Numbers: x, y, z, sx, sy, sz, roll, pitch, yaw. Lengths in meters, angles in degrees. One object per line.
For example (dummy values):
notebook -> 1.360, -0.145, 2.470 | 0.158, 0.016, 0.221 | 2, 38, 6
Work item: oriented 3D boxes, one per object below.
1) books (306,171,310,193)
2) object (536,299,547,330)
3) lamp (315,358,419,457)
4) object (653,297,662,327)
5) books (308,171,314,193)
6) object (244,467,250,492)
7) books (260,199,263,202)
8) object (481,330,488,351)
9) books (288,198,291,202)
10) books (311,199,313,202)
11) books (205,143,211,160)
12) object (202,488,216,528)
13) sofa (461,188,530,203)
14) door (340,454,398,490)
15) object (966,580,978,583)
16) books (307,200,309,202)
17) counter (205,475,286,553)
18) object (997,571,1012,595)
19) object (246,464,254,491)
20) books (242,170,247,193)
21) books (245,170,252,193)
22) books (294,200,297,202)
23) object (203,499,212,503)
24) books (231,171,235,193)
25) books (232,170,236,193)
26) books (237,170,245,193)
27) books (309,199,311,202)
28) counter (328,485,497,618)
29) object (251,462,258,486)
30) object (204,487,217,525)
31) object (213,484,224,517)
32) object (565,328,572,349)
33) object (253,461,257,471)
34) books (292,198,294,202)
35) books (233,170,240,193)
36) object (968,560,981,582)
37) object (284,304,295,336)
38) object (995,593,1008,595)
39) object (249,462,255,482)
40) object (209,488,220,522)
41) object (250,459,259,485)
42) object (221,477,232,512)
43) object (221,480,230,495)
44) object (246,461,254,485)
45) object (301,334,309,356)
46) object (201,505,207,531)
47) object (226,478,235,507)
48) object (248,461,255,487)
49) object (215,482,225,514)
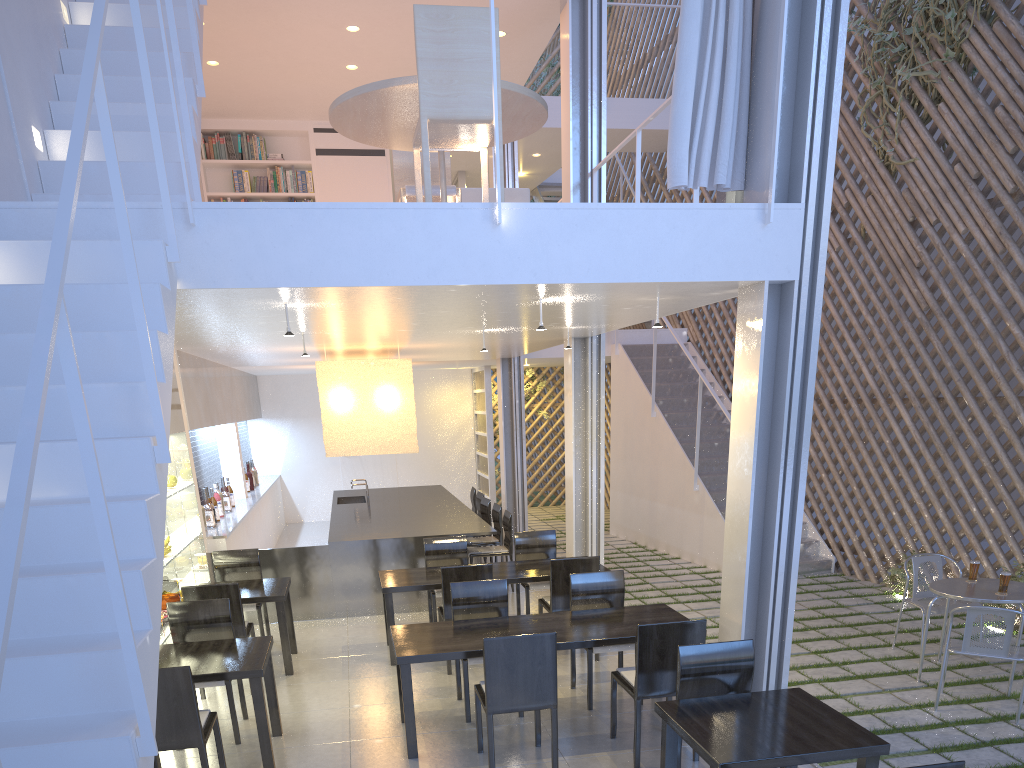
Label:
books -> -1.245, -0.444, 3.674 | 0.037, 1.785, 3.378 | -2, 3, 1
object -> 0.080, -0.190, 2.256 | 0.029, 0.086, 0.026 | -2, 17, 1
lamp -> -0.886, 0.139, 4.890 | 0.445, 0.452, 2.170 | -4, 0, -12
object -> -0.584, 0.241, 3.108 | 1.662, 0.884, 1.733 | -3, 3, -13
books -> -1.225, -0.456, 3.674 | 0.038, 1.757, 3.377 | -2, 3, 1
object -> -1.880, 0.676, 5.806 | 0.040, 0.196, 0.039 | -16, 23, -38
books -> -1.529, -1.046, 5.059 | 0.015, 0.154, 0.081 | -6, 15, -12
object -> -0.109, -0.168, 3.173 | 0.029, 0.086, 0.026 | -2, 17, 1
books -> -1.365, -1.057, 5.085 | 0.015, 0.165, 0.080 | -6, 15, -12
books -> -1.229, -1.058, 5.111 | 0.020, 0.157, 0.076 | -6, 15, -12
books -> -1.811, -1.375, 4.915 | 0.021, 0.107, 0.057 | -6, 14, -11
object -> -1.353, 0.551, 3.215 | 0.046, 0.309, 1.877 | -6, 0, -11
sofa -> -0.260, -0.553, 3.675 | 0.497, 0.395, 0.925 | -3, 2, -11
door -> -1.337, 0.552, 4.758 | 0.481, 1.256, 5.165 | -2, 0, 1
object -> 0.200, 0.518, 2.581 | 2.890, 0.473, 0.055 | -2, 18, -9
books -> -1.255, -1.055, 5.105 | 0.010, 0.152, 0.081 | -6, 14, -12
counter -> -1.795, 0.990, 5.610 | 0.231, 0.463, 3.422 | -5, 0, -12
object -> 1.609, 0.650, 2.690 | 0.031, 0.083, 0.029 | 9, 19, 33
object -> -1.885, 0.671, 5.905 | 0.044, 0.209, 0.042 | -8, 19, -18
books -> -1.417, -0.455, 3.636 | 0.036, 1.752, 3.338 | -4, 4, -6
books -> -1.427, -0.435, 3.648 | 0.030, 1.787, 3.329 | -4, 4, -5
books -> -1.332, -1.053, 5.097 | 0.015, 0.154, 0.072 | -6, 15, -12
object -> -1.399, 0.554, 3.295 | 0.067, 0.309, 2.018 | -6, 0, -11
books -> -1.465, -0.444, 3.634 | 0.080, 1.758, 3.332 | -5, 4, -8
books -> -1.450, -0.440, 3.638 | 0.040, 1.786, 3.312 | -4, 4, -8
books -> -1.425, -0.437, 3.630 | 0.039, 1.782, 3.358 | -4, 4, -7
books -> -1.244, -1.058, 5.107 | 0.011, 0.157, 0.079 | -6, 15, -12
counter -> -0.704, 0.965, 5.195 | 0.811, 0.401, 2.370 | -3, 0, -11
object -> -1.958, 0.683, 6.241 | 0.046, 0.202, 0.041 | -5, 18, -10
object -> -1.362, 0.552, 3.258 | 0.105, 0.309, 1.948 | -5, 0, -10
object -> -1.616, 0.640, 4.513 | 0.043, 0.201, 0.039 | -5, 18, -9
object -> 0.221, -0.179, 3.228 | 0.029, 0.086, 0.026 | -2, 17, 1
object -> -1.989, 0.685, 6.355 | 0.044, 0.201, 0.039 | -1, 18, 2
books -> -1.346, -1.058, 5.091 | 0.011, 0.166, 0.075 | -6, 15, -12
books -> -1.431, -0.453, 3.650 | 0.027, 1.748, 3.304 | -4, 4, -7
object -> 1.612, 0.653, 2.873 | 0.031, 0.083, 0.029 | 9, 19, 33
object -> -0.585, -0.167, 2.145 | 0.029, 0.086, 0.026 | -2, 17, 1
object -> 0.202, 0.533, 2.472 | 2.858, 0.437, 0.033 | -2, 18, -7
object -> -1.963, 0.682, 6.187 | 0.044, 0.202, 0.042 | 10, 21, 34
object -> -1.363, 0.550, 3.229 | 0.058, 0.314, 2.285 | -5, 0, -11
object -> -1.979, 0.675, 6.294 | 0.046, 0.219, 0.042 | 8, 20, 29
object -> -1.656, 0.639, 4.745 | 0.046, 0.219, 0.042 | -5, 18, -9
object -> -1.706, 0.647, 4.898 | 0.044, 0.209, 0.042 | -8, 19, -18
object -> -1.930, 0.669, 6.038 | 0.046, 0.220, 0.041 | -5, 18, -10
object -> -0.774, -0.145, 3.062 | 0.029, 0.086, 0.026 | -2, 17, 1
object -> -1.367, 0.551, 3.149 | 0.046, 0.309, 1.760 | -5, 0, -10
object -> -1.704, 0.655, 4.967 | 0.040, 0.196, 0.039 | -16, 23, -38
object -> -1.949, 0.672, 6.118 | 0.046, 0.219, 0.042 | -5, 18, -9
object -> -1.647, 0.644, 4.628 | 0.044, 0.202, 0.042 | 11, 22, 35
